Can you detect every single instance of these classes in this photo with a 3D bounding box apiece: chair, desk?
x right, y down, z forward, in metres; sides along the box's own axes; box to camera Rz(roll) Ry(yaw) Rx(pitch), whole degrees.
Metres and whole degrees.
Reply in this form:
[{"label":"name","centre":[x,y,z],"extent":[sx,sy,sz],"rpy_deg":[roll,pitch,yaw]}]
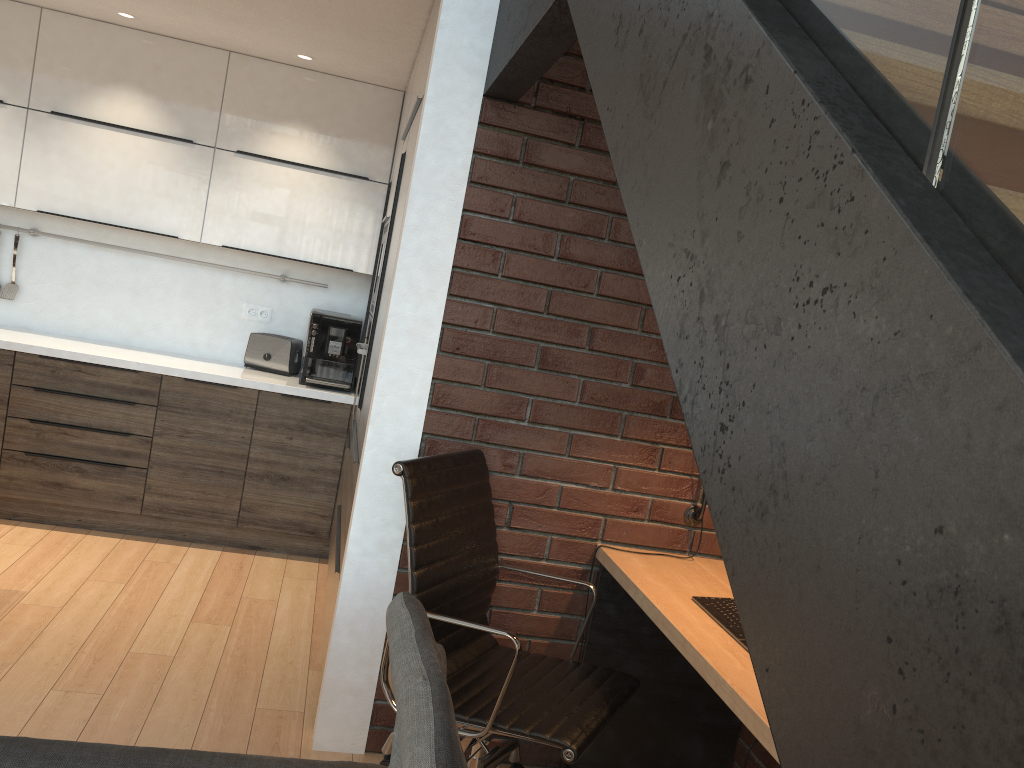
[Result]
[{"label":"chair","centre":[-0.019,0.735,2.391],"extent":[0.700,0.991,0.651],"rpy_deg":[13,5,23]},{"label":"desk","centre":[0.677,1.043,1.796],"extent":[0.610,0.750,2.182],"rpy_deg":[10,5,-12]}]

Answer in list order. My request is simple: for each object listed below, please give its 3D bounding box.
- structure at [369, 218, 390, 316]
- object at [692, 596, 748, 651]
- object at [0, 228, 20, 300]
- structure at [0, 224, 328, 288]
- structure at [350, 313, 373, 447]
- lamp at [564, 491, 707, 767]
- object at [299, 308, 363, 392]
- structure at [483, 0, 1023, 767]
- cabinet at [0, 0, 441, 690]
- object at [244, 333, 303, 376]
[{"label":"structure","centre":[-0.380,-0.483,4.048],"extent":[0.459,0.430,0.595],"rpy_deg":[10,5,-12]},{"label":"object","centre":[0.783,0.379,2.121],"extent":[0.431,0.535,0.716],"rpy_deg":[10,5,-11]},{"label":"object","centre":[-2.669,-0.631,4.507],"extent":[0.320,0.389,0.069],"rpy_deg":[10,5,-10]},{"label":"structure","centre":[-2.454,-0.778,4.538],"extent":[3.000,0.045,0.050],"rpy_deg":[10,5,-12]},{"label":"structure","centre":[-0.490,0.004,4.087],"extent":[0.495,0.570,0.595],"rpy_deg":[10,5,-12]},{"label":"lamp","centre":[0.742,0.365,2.364],"extent":[0.462,2.003,1.054],"rpy_deg":[8,5,-28]},{"label":"object","centre":[-0.938,-0.183,4.635],"extent":[0.274,0.378,0.532],"rpy_deg":[10,5,-12]},{"label":"structure","centre":[0.694,-0.065,1.384],"extent":[1.289,3.460,5.660],"rpy_deg":[10,5,-12]},{"label":"cabinet","centre":[-2.246,-0.489,3.412],"extent":[3.495,2.401,2.401],"rpy_deg":[10,5,-12]},{"label":"object","centre":[-1.270,-0.162,4.729],"extent":[0.260,0.195,0.177],"rpy_deg":[11,5,9]}]
